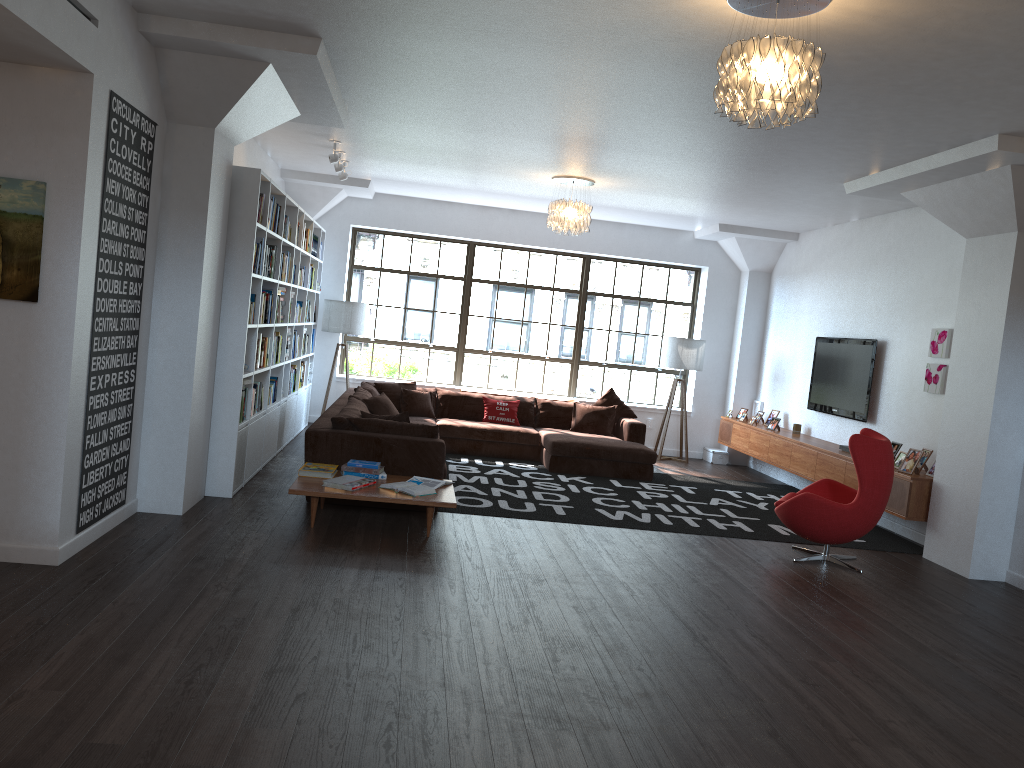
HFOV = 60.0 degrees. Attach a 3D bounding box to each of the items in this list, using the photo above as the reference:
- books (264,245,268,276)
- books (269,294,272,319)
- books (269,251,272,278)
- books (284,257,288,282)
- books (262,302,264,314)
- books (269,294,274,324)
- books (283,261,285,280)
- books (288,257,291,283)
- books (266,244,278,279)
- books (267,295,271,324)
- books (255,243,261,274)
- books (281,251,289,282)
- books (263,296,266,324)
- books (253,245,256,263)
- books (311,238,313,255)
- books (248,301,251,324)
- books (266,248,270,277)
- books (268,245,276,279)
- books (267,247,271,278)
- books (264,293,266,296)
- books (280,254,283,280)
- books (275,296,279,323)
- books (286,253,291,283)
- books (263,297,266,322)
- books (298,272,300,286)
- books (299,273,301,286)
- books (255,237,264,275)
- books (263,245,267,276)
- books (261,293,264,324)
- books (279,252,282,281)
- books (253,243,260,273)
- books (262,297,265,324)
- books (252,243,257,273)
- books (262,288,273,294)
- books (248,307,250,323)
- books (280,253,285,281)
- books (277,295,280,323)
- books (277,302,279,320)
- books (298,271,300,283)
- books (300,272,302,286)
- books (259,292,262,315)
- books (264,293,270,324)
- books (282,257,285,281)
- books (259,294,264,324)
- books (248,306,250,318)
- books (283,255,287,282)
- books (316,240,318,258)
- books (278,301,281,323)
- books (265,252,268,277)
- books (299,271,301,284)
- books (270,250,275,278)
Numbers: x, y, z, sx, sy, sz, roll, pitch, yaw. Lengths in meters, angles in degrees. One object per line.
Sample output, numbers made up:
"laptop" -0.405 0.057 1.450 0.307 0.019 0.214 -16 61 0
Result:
"books" -2.080 -1.004 7.185 0.180 0.259 0.042 6 4 -6
"books" -2.141 -0.647 7.516 0.182 0.253 0.034 6 4 -6
"books" -2.086 -0.998 7.376 0.161 0.223 0.032 6 4 -6
"books" -2.172 -1.067 8.202 0.174 0.239 0.045 6 4 -6
"books" -2.112 -0.624 7.223 0.159 0.250 0.026 6 4 -6
"books" -2.134 -0.649 7.551 0.182 0.253 0.034 6 4 -6
"books" -2.157 -1.050 8.085 0.161 0.223 0.027 6 4 -6
"books" -2.189 -1.087 8.412 0.159 0.250 0.026 6 4 -6
"books" -2.114 -1.050 7.613 0.176 0.291 0.053 6 4 -6
"books" -2.131 -0.637 7.478 0.174 0.239 0.045 6 4 -6
"books" -2.017 -0.962 6.755 0.174 0.242 0.105 6 4 -6
"books" -2.183 -1.098 8.276 0.176 0.290 0.053 6 4 -6
"books" -2.124 -0.621 7.308 0.167 0.230 0.037 6 4 -6
"books" -2.006 -0.939 6.612 0.161 0.218 0.101 6 4 -6
"books" -2.306 -1.552 9.879 0.161 0.223 0.032 6 4 -6
"books" -2.050 -0.549 6.704 0.128 0.178 0.022 6 4 -6
"books" -2.084 -1.003 7.264 0.171 0.246 0.039 6 4 -6
"books" -2.125 -1.045 7.560 0.198 0.284 0.049 6 4 -6
"books" -2.095 -1.012 7.337 0.183 0.253 0.042 6 4 -6
"books" -2.140 -0.636 7.342 0.182 0.253 0.034 6 4 -6
"books" -2.133 -1.042 7.856 0.174 0.239 0.045 6 4 -6
"books" -2.176 -0.668 7.884 0.174 0.240 0.054 6 4 -6
"books" -2.194 -1.100 8.336 0.197 0.283 0.065 6 4 -6
"books" -2.113 -0.614 7.277 0.161 0.223 0.026 6 4 -6
"books" -2.272 -1.105 9.244 0.107 0.167 0.017 6 4 -6
"books" -2.285 -1.105 9.333 0.110 0.153 0.019 6 4 -6
"books" -2.014 -0.990 6.831 0.176 0.290 0.053 6 4 -6
"books" -2.066 -0.994 7.100 0.183 0.253 0.042 6 4 -6
"books" -2.106 -0.619 7.182 0.170 0.245 0.057 6 4 -6
"books" -2.120 -1.043 7.783 0.182 0.253 0.034 6 4 -6
"books" -2.005 -0.952 6.673 0.172 0.235 0.112 6 4 -6
"books" -2.107 -0.612 7.251 0.161 0.223 0.027 6 4 -6
"books" -2.004 -0.948 6.641 0.152 0.232 0.104 6 4 -6
"books" -2.149 -0.673 7.611 0.176 0.294 0.102 6 4 -6
"books" -2.048 -0.550 6.678 0.134 0.184 0.030 6 4 -6
"books" -2.144 -1.056 7.955 0.182 0.253 0.034 6 4 -6
"books" -2.197 -0.683 7.994 0.183 0.253 0.042 6 4 -6
"books" -2.180 -0.664 7.960 0.161 0.223 0.032 6 4 -6
"books" -2.278 -1.106 9.222 0.122 0.169 0.023 6 4 -6
"books" -2.302 -1.125 9.419 0.128 0.178 0.021 6 4 -6
"books" -2.092 -0.632 7.053 0.176 0.290 0.053 6 4 -6
"books" -2.121 -0.637 7.378 0.182 0.253 0.034 6 4 -6
"books" -2.156 -1.048 8.058 0.161 0.223 0.026 6 4 -6
"books" -2.098 -0.612 7.132 0.174 0.239 0.045 6 4 -6
"books" -2.039 -0.545 6.653 0.128 0.178 0.021 6 4 -6
"books" -2.169 -1.067 8.151 0.170 0.245 0.057 6 4 -6
"books" -2.372 -1.606 10.384 0.183 0.253 0.042 6 4 -6
"books" -2.201 -0.667 8.117 0.161 0.207 0.135 6 4 -7
"books" -2.082 -1.002 7.225 0.160 0.251 0.039 6 4 -6
"books" -2.283 -1.109 9.295 0.120 0.167 0.020 6 4 -6
"books" -2.097 -1.012 7.450 0.174 0.240 0.054 6 4 -6
